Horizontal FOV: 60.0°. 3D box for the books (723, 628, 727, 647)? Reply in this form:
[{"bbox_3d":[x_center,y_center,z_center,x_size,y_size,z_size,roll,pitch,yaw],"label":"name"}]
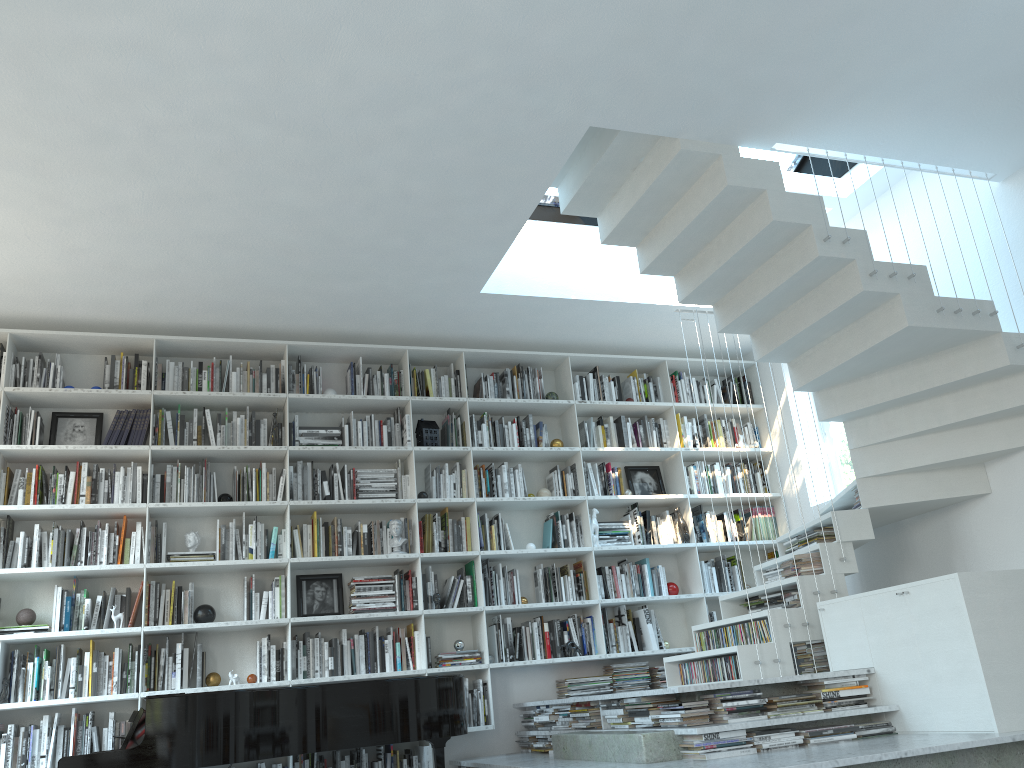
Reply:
[{"bbox_3d":[1.322,1.511,5.278,0.125,0.125,0.014,2,-21,-20],"label":"books"}]

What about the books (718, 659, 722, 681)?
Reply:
[{"bbox_3d":[1.240,1.626,5.061,0.125,0.125,0.008,2,-21,-20],"label":"books"}]

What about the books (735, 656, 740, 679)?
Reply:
[{"bbox_3d":[1.298,1.562,4.901,0.125,0.125,0.009,2,-21,-20],"label":"books"}]

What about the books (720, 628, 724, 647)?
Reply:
[{"bbox_3d":[1.312,1.522,5.306,0.125,0.125,0.009,2,-21,-20],"label":"books"}]

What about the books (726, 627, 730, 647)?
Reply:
[{"bbox_3d":[1.334,1.498,5.247,0.125,0.125,0.007,2,-21,-20],"label":"books"}]

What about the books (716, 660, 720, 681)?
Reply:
[{"bbox_3d":[1.232,1.634,5.082,0.125,0.125,0.010,2,-21,-20],"label":"books"}]

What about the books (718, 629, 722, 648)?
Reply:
[{"bbox_3d":[1.303,1.532,5.332,0.125,0.125,0.008,2,-21,-20],"label":"books"}]

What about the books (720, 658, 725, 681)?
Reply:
[{"bbox_3d":[1.247,1.618,5.041,0.125,0.125,0.008,2,-21,-20],"label":"books"}]

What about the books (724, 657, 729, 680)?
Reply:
[{"bbox_3d":[1.264,1.600,4.996,0.125,0.125,0.012,2,-21,-20],"label":"books"}]

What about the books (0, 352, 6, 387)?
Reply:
[{"bbox_3d":[-3.167,-0.040,5.563,0.024,0.251,0.236,1,-21,-20],"label":"books"}]

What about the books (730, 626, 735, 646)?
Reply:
[{"bbox_3d":[1.349,1.482,5.206,0.125,0.125,0.008,2,-21,-20],"label":"books"}]

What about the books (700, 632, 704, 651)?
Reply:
[{"bbox_3d":[1.236,1.604,5.512,0.125,0.125,0.010,2,-21,-20],"label":"books"}]

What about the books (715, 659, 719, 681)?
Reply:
[{"bbox_3d":[1.230,1.637,5.088,0.125,0.125,0.009,2,-21,-20],"label":"books"}]

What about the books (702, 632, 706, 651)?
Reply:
[{"bbox_3d":[1.243,1.597,5.495,0.125,0.125,0.008,2,-21,-20],"label":"books"}]

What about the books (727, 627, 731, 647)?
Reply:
[{"bbox_3d":[1.336,1.496,5.240,0.125,0.125,0.010,2,-21,-20],"label":"books"}]

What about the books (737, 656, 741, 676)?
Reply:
[{"bbox_3d":[1.305,1.555,4.884,0.125,0.125,0.010,2,-21,-20],"label":"books"}]

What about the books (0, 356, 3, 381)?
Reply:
[{"bbox_3d":[-3.203,-0.031,5.588,0.025,0.258,0.139,1,-21,-20],"label":"books"}]

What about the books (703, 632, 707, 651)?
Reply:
[{"bbox_3d":[1.248,1.591,5.481,0.125,0.125,0.007,2,-21,-20],"label":"books"}]

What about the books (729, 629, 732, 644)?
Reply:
[{"bbox_3d":[1.342,1.489,5.225,0.125,0.125,0.008,2,-21,-20],"label":"books"}]

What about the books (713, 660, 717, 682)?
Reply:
[{"bbox_3d":[1.222,1.645,5.110,0.125,0.125,0.008,2,-21,-20],"label":"books"}]

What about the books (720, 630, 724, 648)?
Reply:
[{"bbox_3d":[1.310,1.524,5.312,0.125,0.125,0.011,2,-21,-20],"label":"books"}]

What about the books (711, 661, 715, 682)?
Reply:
[{"bbox_3d":[1.215,1.652,5.129,0.125,0.125,0.008,2,-21,-20],"label":"books"}]

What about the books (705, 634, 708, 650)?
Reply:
[{"bbox_3d":[1.253,1.586,5.467,0.125,0.125,0.008,2,-21,-20],"label":"books"}]

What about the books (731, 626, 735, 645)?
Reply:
[{"bbox_3d":[1.352,1.479,5.199,0.125,0.125,0.007,2,-21,-20],"label":"books"}]

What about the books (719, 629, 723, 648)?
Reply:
[{"bbox_3d":[1.306,1.528,5.322,0.125,0.125,0.012,2,-21,-20],"label":"books"}]

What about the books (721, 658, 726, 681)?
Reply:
[{"bbox_3d":[1.253,1.612,5.026,0.125,0.125,0.011,2,-21,-20],"label":"books"}]

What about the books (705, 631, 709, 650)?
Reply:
[{"bbox_3d":[1.255,1.583,5.460,0.125,0.125,0.008,2,-21,-20],"label":"books"}]

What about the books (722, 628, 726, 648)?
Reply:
[{"bbox_3d":[1.318,1.515,5.289,0.125,0.125,0.010,2,-21,-20],"label":"books"}]

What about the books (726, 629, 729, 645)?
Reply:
[{"bbox_3d":[1.331,1.501,5.254,0.125,0.125,0.007,2,-21,-20],"label":"books"}]

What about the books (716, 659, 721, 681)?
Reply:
[{"bbox_3d":[1.234,1.631,5.076,0.125,0.125,0.010,2,-21,-20],"label":"books"}]

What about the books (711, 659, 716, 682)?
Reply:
[{"bbox_3d":[1.217,1.650,5.122,0.125,0.125,0.008,2,-21,-20],"label":"books"}]

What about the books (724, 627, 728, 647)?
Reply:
[{"bbox_3d":[1.326,1.507,5.268,0.125,0.125,0.010,2,-21,-20],"label":"books"}]

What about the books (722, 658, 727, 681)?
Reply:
[{"bbox_3d":[1.256,1.609,5.018,0.125,0.125,0.008,2,-21,-20],"label":"books"}]

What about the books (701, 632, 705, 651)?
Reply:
[{"bbox_3d":[1.239,1.601,5.504,0.125,0.125,0.012,2,-21,-20],"label":"books"}]

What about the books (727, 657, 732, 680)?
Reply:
[{"bbox_3d":[1.272,1.590,4.973,0.125,0.125,0.007,2,-21,-20],"label":"books"}]

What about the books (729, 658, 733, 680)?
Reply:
[{"bbox_3d":[1.277,1.585,4.959,0.125,0.125,0.008,2,-21,-20],"label":"books"}]

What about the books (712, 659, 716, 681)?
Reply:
[{"bbox_3d":[1.220,1.647,5.116,0.125,0.125,0.008,2,-21,-20],"label":"books"}]

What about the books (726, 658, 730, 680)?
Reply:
[{"bbox_3d":[1.267,1.596,4.986,0.125,0.125,0.008,2,-21,-20],"label":"books"}]

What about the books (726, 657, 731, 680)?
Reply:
[{"bbox_3d":[1.270,1.593,4.979,0.125,0.125,0.007,2,-21,-20],"label":"books"}]

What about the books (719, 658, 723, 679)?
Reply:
[{"bbox_3d":[1.245,1.620,5.048,0.125,0.125,0.007,2,-21,-20],"label":"books"}]

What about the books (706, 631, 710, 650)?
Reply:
[{"bbox_3d":[1.259,1.580,5.452,0.125,0.125,0.010,2,-21,-20],"label":"books"}]

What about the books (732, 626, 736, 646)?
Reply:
[{"bbox_3d":[1.354,1.476,5.192,0.125,0.125,0.008,2,-21,-20],"label":"books"}]

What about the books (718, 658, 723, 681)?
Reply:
[{"bbox_3d":[1.242,1.623,5.054,0.125,0.125,0.008,2,-21,-20],"label":"books"}]

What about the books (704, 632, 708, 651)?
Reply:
[{"bbox_3d":[1.250,1.589,5.474,0.125,0.125,0.007,2,-21,-20],"label":"books"}]

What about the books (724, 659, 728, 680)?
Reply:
[{"bbox_3d":[1.261,1.603,5.004,0.125,0.125,0.010,2,-21,-20],"label":"books"}]

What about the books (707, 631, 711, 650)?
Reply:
[{"bbox_3d":[1.262,1.576,5.443,0.125,0.125,0.010,2,-21,-20],"label":"books"}]

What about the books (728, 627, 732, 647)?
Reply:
[{"bbox_3d":[1.339,1.492,5.232,0.125,0.125,0.008,2,-21,-20],"label":"books"}]

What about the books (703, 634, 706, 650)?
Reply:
[{"bbox_3d":[1.246,1.594,5.487,0.125,0.125,0.007,2,-21,-20],"label":"books"}]

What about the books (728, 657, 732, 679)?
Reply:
[{"bbox_3d":[1.275,1.588,4.966,0.125,0.125,0.007,2,-21,-20],"label":"books"}]

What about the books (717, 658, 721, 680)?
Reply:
[{"bbox_3d":[1.237,1.628,5.068,0.125,0.125,0.008,2,-21,-20],"label":"books"}]

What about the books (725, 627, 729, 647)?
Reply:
[{"bbox_3d":[1.329,1.504,5.261,0.125,0.125,0.007,2,-21,-20],"label":"books"}]

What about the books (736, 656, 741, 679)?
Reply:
[{"bbox_3d":[1.302,1.559,4.893,0.125,0.125,0.007,2,-21,-20],"label":"books"}]

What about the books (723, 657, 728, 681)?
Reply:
[{"bbox_3d":[1.258,1.606,5.011,0.125,0.125,0.008,2,-21,-20],"label":"books"}]

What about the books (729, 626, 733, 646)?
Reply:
[{"bbox_3d":[1.344,1.487,5.218,0.125,0.125,0.008,2,-21,-20],"label":"books"}]

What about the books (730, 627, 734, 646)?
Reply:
[{"bbox_3d":[1.347,1.484,5.212,0.125,0.125,0.008,2,-21,-20],"label":"books"}]

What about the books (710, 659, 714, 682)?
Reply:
[{"bbox_3d":[1.212,1.655,5.136,0.125,0.125,0.008,2,-21,-20],"label":"books"}]

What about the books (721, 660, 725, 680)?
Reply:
[{"bbox_3d":[1.250,1.614,5.032,0.125,0.125,0.011,2,-21,-20],"label":"books"}]

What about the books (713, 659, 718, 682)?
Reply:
[{"bbox_3d":[1.225,1.642,5.103,0.125,0.125,0.007,2,-21,-20],"label":"books"}]

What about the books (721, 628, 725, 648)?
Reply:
[{"bbox_3d":[1.315,1.518,5.297,0.125,0.125,0.007,2,-21,-20],"label":"books"}]

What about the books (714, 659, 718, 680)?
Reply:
[{"bbox_3d":[1.227,1.640,5.096,0.125,0.125,0.008,2,-21,-20],"label":"books"}]
